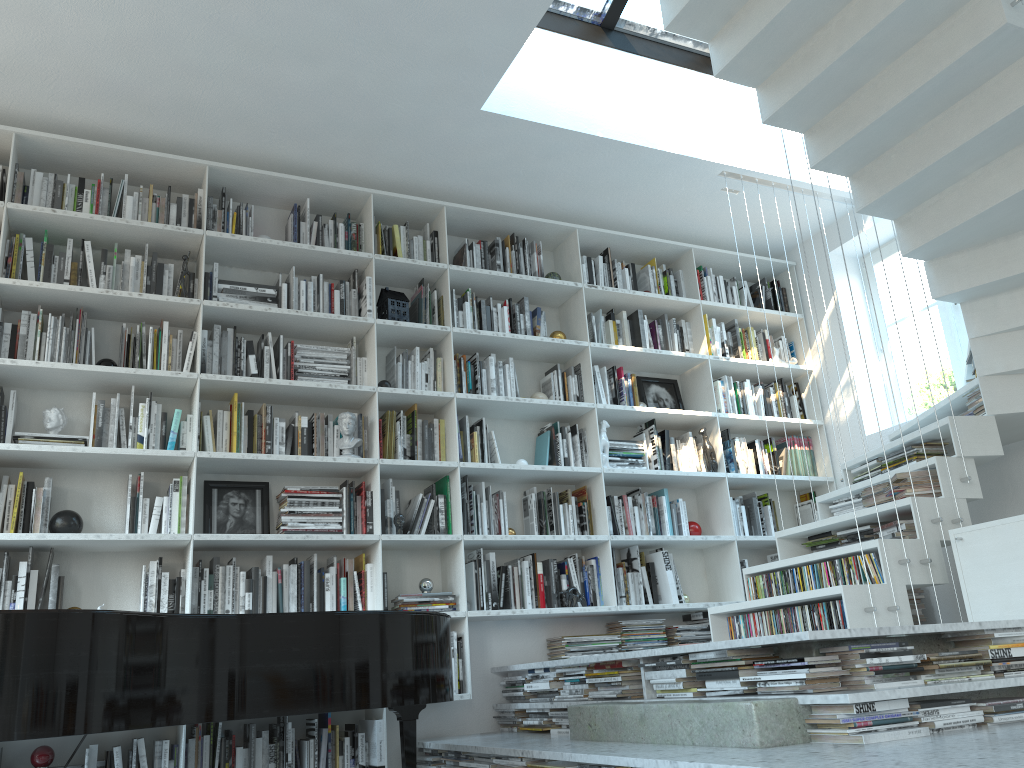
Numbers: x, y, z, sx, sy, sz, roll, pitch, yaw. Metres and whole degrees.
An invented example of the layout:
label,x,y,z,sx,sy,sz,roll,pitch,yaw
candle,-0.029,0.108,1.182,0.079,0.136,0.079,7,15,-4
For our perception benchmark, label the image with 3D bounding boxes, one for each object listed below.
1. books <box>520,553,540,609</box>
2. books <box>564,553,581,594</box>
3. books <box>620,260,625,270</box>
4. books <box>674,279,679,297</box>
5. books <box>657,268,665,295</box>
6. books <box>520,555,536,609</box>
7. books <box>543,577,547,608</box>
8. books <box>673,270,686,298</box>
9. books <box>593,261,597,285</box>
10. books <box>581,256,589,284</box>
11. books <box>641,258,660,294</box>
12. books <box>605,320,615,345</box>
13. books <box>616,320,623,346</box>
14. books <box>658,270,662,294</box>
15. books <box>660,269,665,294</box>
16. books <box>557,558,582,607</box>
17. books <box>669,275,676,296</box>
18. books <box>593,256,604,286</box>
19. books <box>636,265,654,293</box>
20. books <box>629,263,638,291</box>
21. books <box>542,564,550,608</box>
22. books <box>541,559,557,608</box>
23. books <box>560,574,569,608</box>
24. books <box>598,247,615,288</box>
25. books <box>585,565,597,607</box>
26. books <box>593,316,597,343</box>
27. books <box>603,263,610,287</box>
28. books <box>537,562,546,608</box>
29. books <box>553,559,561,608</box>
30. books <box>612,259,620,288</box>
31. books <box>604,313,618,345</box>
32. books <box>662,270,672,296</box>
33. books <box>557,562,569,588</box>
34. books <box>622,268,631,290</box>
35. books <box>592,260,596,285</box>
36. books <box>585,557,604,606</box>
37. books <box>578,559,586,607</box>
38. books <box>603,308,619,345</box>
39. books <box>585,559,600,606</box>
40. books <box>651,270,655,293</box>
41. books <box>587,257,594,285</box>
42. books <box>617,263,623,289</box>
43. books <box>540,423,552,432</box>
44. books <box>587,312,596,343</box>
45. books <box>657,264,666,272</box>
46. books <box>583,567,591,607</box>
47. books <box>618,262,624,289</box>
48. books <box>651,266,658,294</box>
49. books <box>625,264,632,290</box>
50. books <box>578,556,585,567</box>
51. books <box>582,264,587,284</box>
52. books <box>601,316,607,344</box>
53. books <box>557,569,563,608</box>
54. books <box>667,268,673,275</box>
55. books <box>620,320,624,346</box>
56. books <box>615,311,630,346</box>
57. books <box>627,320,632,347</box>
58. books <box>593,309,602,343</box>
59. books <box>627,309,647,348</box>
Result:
label,x,y,z,sx,sy,sz,roll,pitch,yaw
books,0.094,1.044,4.641,0.012,0.292,0.175,4,-20,-25
books,0.328,1.069,4.767,0.013,0.293,0.135,4,-20,-25
books,0.675,-0.616,5.561,0.012,0.278,0.153,4,-20,-25
books,1.027,-0.554,5.717,0.031,0.210,0.132,4,-20,-25
books,0.910,-0.589,5.645,0.031,0.248,0.165,4,-20,-25
books,0.074,1.054,4.653,0.012,0.284,0.160,4,-20,-25
books,0.133,1.079,4.668,0.025,0.237,0.157,4,-20,-25
books,1.061,-0.583,5.719,0.026,0.262,0.163,4,-20,-25
books,0.474,-0.619,5.463,0.027,0.248,0.140,4,-20,-25
books,0.414,-0.632,5.413,0.025,0.249,0.178,4,-20,-25
books,0.885,-0.625,5.647,0.007,0.319,0.166,4,-20,-25
books,0.559,-0.257,5.342,0.025,0.207,0.176,4,-20,-25
books,0.612,-0.256,5.383,0.030,0.223,0.158,4,-20,-25
books,0.898,-0.582,5.628,0.007,0.225,0.170,4,-20,-25
books,0.925,-0.587,5.670,0.017,0.256,0.147,4,-20,-25
books,0.295,1.076,4.737,0.070,0.265,0.186,4,-20,-25
books,0.988,-0.565,5.674,0.029,0.209,0.170,4,-20,-25
books,0.515,-0.635,5.469,0.048,0.277,0.150,4,-20,-25
books,0.835,-0.602,5.604,0.019,0.255,0.170,4,-20,-25
books,0.728,-0.607,5.566,0.030,0.256,0.165,4,-20,-25
books,0.150,1.081,4.684,0.021,0.242,0.131,4,-20,-25
books,0.178,1.068,4.683,0.026,0.261,0.174,4,-20,-25
books,0.246,1.113,4.703,0.025,0.180,0.169,4,-20,-25
books,0.572,-0.659,5.495,0.014,0.331,0.181,4,-20,-25
books,0.396,1.099,4.770,0.025,0.227,0.176,4,-20,-25
books,0.465,-0.273,5.318,0.013,0.236,0.142,4,-20,-25
books,0.551,-0.609,5.480,0.030,0.230,0.148,4,-20,-25
books,0.114,1.070,4.645,0.031,0.243,0.185,4,-20,-25
books,0.198,1.072,4.699,0.026,0.262,0.170,4,-20,-25
books,0.613,-0.621,5.506,0.014,0.261,0.169,4,-20,-25
books,0.579,-0.279,5.365,0.026,0.260,0.168,4,-20,-25
books,0.951,-0.582,5.655,0.018,0.234,0.187,4,-20,-25
books,0.259,1.083,4.723,0.012,0.248,0.165,4,-20,-25
books,0.673,-0.589,5.520,0.024,0.201,0.190,4,-20,-25
books,0.459,-0.618,5.435,0.024,0.230,0.169,4,-20,-25
books,0.437,1.084,4.804,0.025,0.271,0.171,4,-20,-25
books,0.344,1.084,4.770,0.021,0.264,0.150,4,-20,-25
books,0.591,-0.291,5.386,0.011,0.295,0.163,4,-20,-25
books,0.415,1.089,4.791,0.026,0.257,0.157,4,-20,-25
books,0.847,-0.583,5.607,0.008,0.220,0.183,4,-20,-25
books,0.439,-0.627,5.419,0.026,0.241,0.185,4,-20,-25
books,0.629,-0.607,5.510,0.022,0.235,0.172,4,-20,-25
books,0.203,0.375,4.970,0.016,0.289,0.135,4,-20,-25
books,0.452,-0.282,5.318,0.012,0.253,0.161,4,-20,-25
books,0.957,-0.604,5.690,0.020,0.298,0.131,4,-20,-25
books,0.366,1.103,4.760,0.013,0.219,0.169,4,-20,-25
books,0.645,-0.611,5.530,0.021,0.253,0.152,4,-20,-25
books,0.862,-0.594,5.625,0.016,0.251,0.189,4,-20,-25
books,0.704,-0.603,5.568,0.012,0.253,0.161,4,-20,-25
books,0.364,1.082,4.797,0.012,0.281,0.144,4,-20,-25
books,0.399,-0.605,5.383,0.022,0.181,0.190,4,-20,-25
books,0.525,-0.272,5.358,0.026,0.250,0.131,4,-20,-25
books,0.221,1.099,4.703,0.022,0.210,0.136,4,-20,-25
books,1.002,-0.590,5.711,0.025,0.278,0.136,4,-20,-25
books,0.630,-0.255,5.408,0.024,0.235,0.147,4,-20,-25
books,0.659,-0.284,5.409,0.026,0.287,0.156,4,-20,-25
books,0.680,-0.256,5.420,0.025,0.237,0.143,4,-20,-25
books,0.493,-0.292,5.339,0.052,0.281,0.167,4,-20,-25
books,0.727,-0.283,5.392,0.032,0.264,0.246,4,-20,-25
